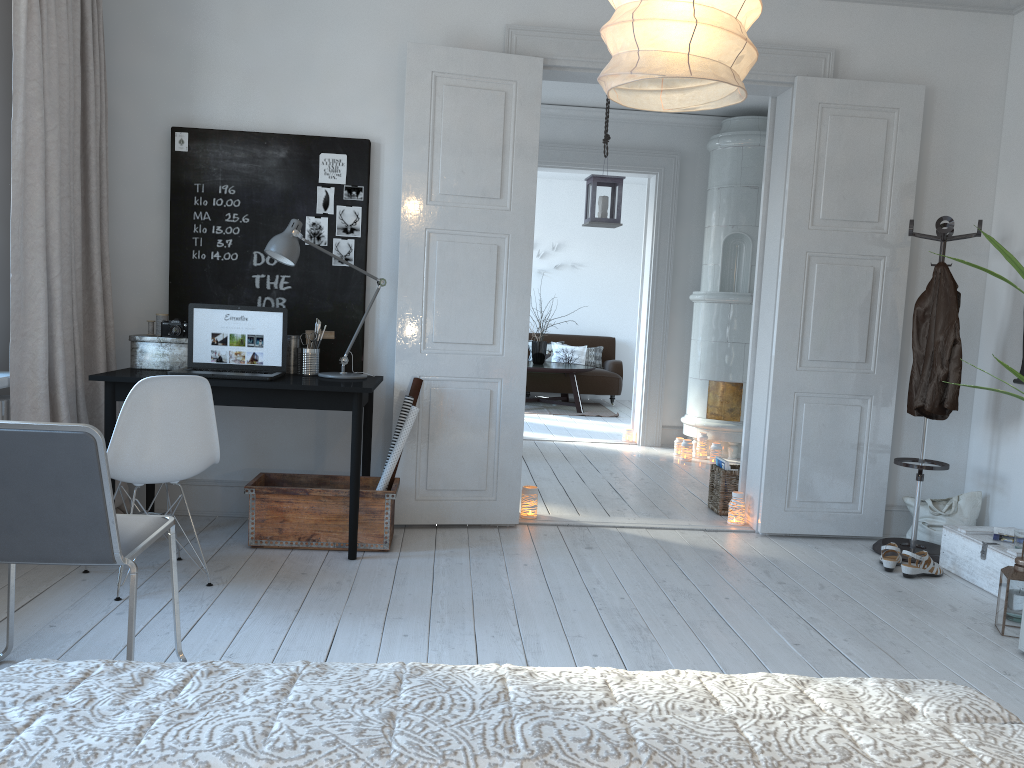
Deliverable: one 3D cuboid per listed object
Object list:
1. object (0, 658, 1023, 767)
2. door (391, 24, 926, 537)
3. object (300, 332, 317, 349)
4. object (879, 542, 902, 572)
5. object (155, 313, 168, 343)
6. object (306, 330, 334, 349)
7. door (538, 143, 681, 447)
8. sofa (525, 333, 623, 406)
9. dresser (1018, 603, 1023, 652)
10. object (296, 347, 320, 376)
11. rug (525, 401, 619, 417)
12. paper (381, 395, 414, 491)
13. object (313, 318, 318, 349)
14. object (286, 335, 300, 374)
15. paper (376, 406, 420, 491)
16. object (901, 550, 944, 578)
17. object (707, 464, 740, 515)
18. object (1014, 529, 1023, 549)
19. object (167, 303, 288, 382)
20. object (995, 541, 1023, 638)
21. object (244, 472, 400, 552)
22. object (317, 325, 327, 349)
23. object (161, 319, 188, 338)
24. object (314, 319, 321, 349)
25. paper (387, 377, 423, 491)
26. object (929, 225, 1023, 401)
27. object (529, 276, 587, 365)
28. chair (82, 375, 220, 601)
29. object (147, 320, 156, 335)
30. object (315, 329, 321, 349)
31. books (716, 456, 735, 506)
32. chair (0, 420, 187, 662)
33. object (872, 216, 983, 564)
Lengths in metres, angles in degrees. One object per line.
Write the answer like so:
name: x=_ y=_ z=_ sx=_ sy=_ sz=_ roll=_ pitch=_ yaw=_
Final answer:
object: x=-0.009 y=0.457 z=1.211 sx=1.460 sy=0.104 sz=0.404 roll=3 pitch=5 yaw=-4
door: x=0.719 y=-0.488 z=4.672 sx=2.599 sy=2.510 sz=0.576 roll=3 pitch=6 yaw=-4
object: x=-0.979 y=-0.148 z=4.225 sx=0.081 sy=0.199 sz=0.050 roll=5 pitch=6 yaw=21
object: x=1.797 y=0.802 z=4.211 sx=0.099 sy=0.126 sz=0.272 roll=6 pitch=6 yaw=28
object: x=-1.642 y=-0.260 z=4.116 sx=0.056 sy=0.130 sz=0.167 roll=2 pitch=5 yaw=-6
object: x=-0.925 y=-0.152 z=4.271 sx=0.138 sy=0.209 sz=0.034 roll=1 pitch=6 yaw=-24
door: x=0.514 y=-0.750 z=7.664 sx=2.599 sy=2.510 sz=0.576 roll=3 pitch=6 yaw=-4
sofa: x=0.270 y=-0.219 z=11.102 sx=2.165 sy=0.826 sz=0.967 roll=3 pitch=5 yaw=-4
dresser: x=2.202 y=-0.061 z=2.352 sx=0.630 sy=2.167 sz=1.429 roll=3 pitch=6 yaw=-4
object: x=-0.969 y=-0.106 z=4.219 sx=0.108 sy=0.129 sz=0.108 roll=4 pitch=5 yaw=11
rug: x=0.296 y=0.242 z=10.385 sx=1.710 sy=0.055 sz=1.453 roll=3 pitch=5 yaw=-4
paper: x=-0.582 y=0.390 z=4.198 sx=0.043 sy=0.670 sz=0.266 roll=8 pitch=8 yaw=41
object: x=-0.945 y=-0.180 z=4.228 sx=0.008 sy=0.268 sz=0.060 roll=4 pitch=6 yaw=12
object: x=-1.062 y=-0.141 z=4.281 sx=0.079 sy=0.188 sz=0.078 roll=0 pitch=6 yaw=-25
paper: x=-0.579 y=0.413 z=4.141 sx=0.283 sy=0.628 sz=0.041 roll=0 pitch=6 yaw=-26
object: x=1.897 y=0.819 z=4.078 sx=0.272 sy=0.126 sz=0.099 roll=0 pitch=6 yaw=-31
object: x=1.322 y=0.623 z=5.222 sx=0.270 sy=0.265 sz=0.223 roll=3 pitch=5 yaw=-4
object: x=2.194 y=0.674 z=3.821 sx=0.060 sy=0.082 sz=0.060 roll=-1 pitch=7 yaw=-39
object: x=-1.248 y=-0.188 z=3.915 sx=0.445 sy=0.316 sz=0.325 roll=3 pitch=5 yaw=-4
object: x=1.924 y=0.770 z=3.343 sx=0.131 sy=0.352 sz=0.137 roll=5 pitch=6 yaw=18
object: x=-0.868 y=0.593 z=4.110 sx=0.665 sy=0.283 sz=0.339 roll=3 pitch=5 yaw=-4
object: x=-0.926 y=-0.162 z=4.216 sx=0.084 sy=0.240 sz=0.009 roll=0 pitch=7 yaw=-27
object: x=-1.543 y=-0.255 z=4.056 sx=0.137 sy=0.087 sz=0.073 roll=3 pitch=5 yaw=-4
object: x=-0.941 y=-0.177 z=4.229 sx=0.012 sy=0.264 sz=0.062 roll=8 pitch=7 yaw=38
paper: x=-0.558 y=0.343 z=4.265 sx=0.048 sy=0.748 sz=0.297 roll=8 pitch=8 yaw=41
object: x=2.121 y=0.165 z=3.432 sx=1.043 sy=1.557 sz=0.288 roll=6 pitch=6 yaw=25
object: x=0.461 y=-0.746 z=10.202 sx=0.845 sy=1.068 sz=0.524 roll=-1 pitch=7 yaw=-33
chair: x=-1.384 y=0.352 z=3.406 sx=0.474 sy=0.825 sz=0.553 roll=-2 pitch=7 yaw=-39
object: x=-1.701 y=-0.265 z=4.178 sx=0.040 sy=0.069 sz=0.039 roll=1 pitch=6 yaw=-16
object: x=-0.939 y=-0.154 z=4.222 sx=0.009 sy=0.222 sz=0.082 roll=6 pitch=6 yaw=25
books: x=1.311 y=0.589 z=5.218 sx=0.201 sy=0.300 sz=0.179 roll=3 pitch=6 yaw=-4
chair: x=-1.216 y=0.462 z=2.373 sx=0.562 sy=0.799 sz=0.524 roll=3 pitch=6 yaw=-4
object: x=2.056 y=0.030 z=4.374 sx=0.374 sy=1.661 sz=0.374 roll=3 pitch=6 yaw=3
